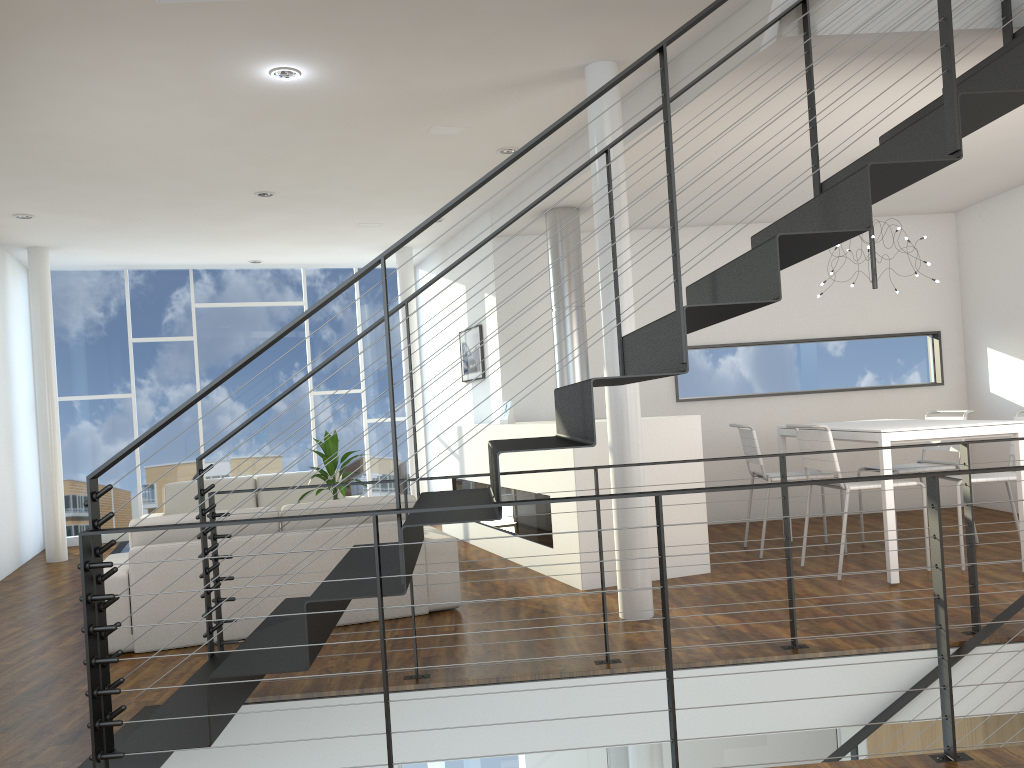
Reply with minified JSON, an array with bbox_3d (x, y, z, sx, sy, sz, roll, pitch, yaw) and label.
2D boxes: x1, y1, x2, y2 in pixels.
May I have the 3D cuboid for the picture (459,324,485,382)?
[{"bbox_3d":[-0.323,-0.235,7.068,0.020,0.415,0.575,-4,-1,-19],"label":"picture"}]

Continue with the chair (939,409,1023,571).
[{"bbox_3d":[2.485,0.527,4.546,0.555,0.765,0.428,-4,-1,4],"label":"chair"}]

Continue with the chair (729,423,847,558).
[{"bbox_3d":[1.620,0.603,5.250,0.555,0.765,0.428,-4,-1,3],"label":"chair"}]

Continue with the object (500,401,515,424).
[{"bbox_3d":[-0.033,0.192,5.975,0.061,0.151,0.100,-3,-1,-33],"label":"object"}]

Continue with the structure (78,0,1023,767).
[{"bbox_3d":[0.910,0.481,2.717,4.361,6.296,1.094,-4,0,-3],"label":"structure"}]

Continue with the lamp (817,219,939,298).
[{"bbox_3d":[2.000,-0.882,4.929,0.619,0.726,0.589,-4,-1,19],"label":"lamp"}]

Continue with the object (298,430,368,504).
[{"bbox_3d":[-1.068,0.576,5.426,0.431,0.601,0.458,-3,-1,-34],"label":"object"}]

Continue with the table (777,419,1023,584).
[{"bbox_3d":[2.063,0.577,4.862,0.700,0.720,1.401,-4,-1,-3],"label":"table"}]

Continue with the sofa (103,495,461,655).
[{"bbox_3d":[-1.135,0.846,4.325,1.610,0.565,0.803,-3,-1,-18],"label":"sofa"}]

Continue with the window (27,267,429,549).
[{"bbox_3d":[-2.595,-1.448,8.219,3.413,5.634,0.090,-3,0,-19],"label":"window"}]

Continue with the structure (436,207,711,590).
[{"bbox_3d":[0.184,-0.001,5.904,0.750,2.205,2.752,-3,-1,-19],"label":"structure"}]

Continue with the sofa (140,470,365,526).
[{"bbox_3d":[-1.815,0.950,6.351,1.610,0.565,0.803,-3,-1,-18],"label":"sofa"}]

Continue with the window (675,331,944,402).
[{"bbox_3d":[2.201,-0.128,6.648,2.024,0.408,0.165,-4,0,-3],"label":"window"}]

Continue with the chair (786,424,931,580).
[{"bbox_3d":[1.769,0.573,4.572,0.555,0.765,0.428,-4,-1,-7],"label":"chair"}]

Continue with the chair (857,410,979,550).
[{"bbox_3d":[2.409,0.554,5.271,0.555,0.765,0.428,-4,-1,-8],"label":"chair"}]

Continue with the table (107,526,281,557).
[{"bbox_3d":[-1.500,1.044,5.313,1.607,0.284,0.662,-3,-2,-18],"label":"table"}]
